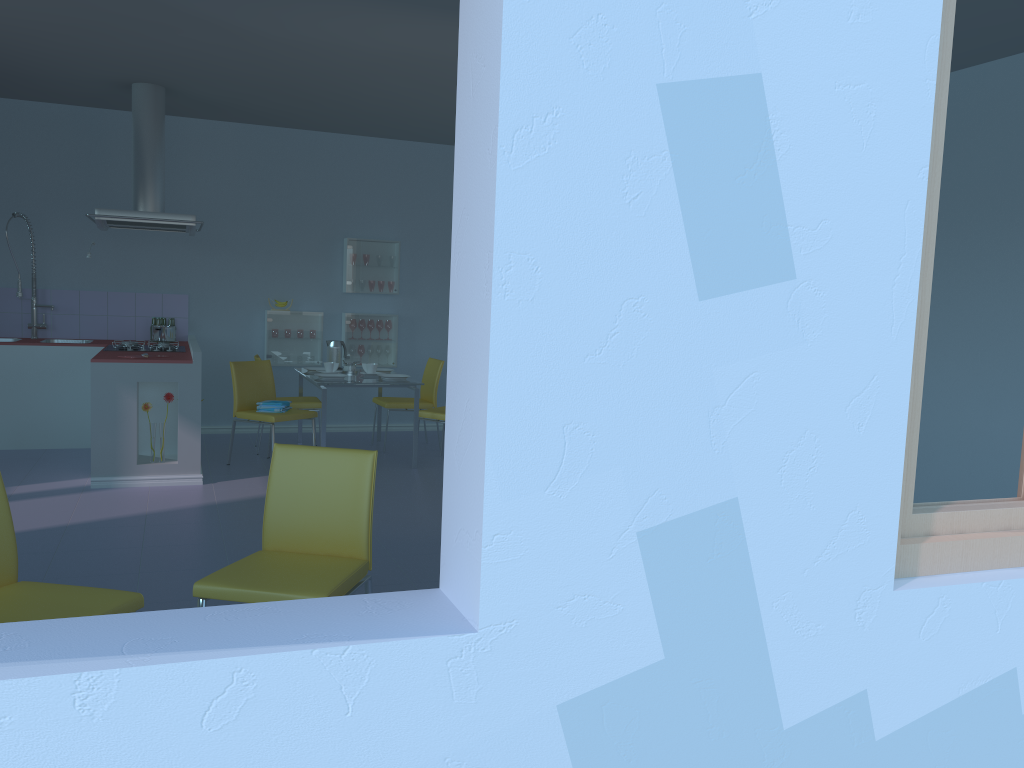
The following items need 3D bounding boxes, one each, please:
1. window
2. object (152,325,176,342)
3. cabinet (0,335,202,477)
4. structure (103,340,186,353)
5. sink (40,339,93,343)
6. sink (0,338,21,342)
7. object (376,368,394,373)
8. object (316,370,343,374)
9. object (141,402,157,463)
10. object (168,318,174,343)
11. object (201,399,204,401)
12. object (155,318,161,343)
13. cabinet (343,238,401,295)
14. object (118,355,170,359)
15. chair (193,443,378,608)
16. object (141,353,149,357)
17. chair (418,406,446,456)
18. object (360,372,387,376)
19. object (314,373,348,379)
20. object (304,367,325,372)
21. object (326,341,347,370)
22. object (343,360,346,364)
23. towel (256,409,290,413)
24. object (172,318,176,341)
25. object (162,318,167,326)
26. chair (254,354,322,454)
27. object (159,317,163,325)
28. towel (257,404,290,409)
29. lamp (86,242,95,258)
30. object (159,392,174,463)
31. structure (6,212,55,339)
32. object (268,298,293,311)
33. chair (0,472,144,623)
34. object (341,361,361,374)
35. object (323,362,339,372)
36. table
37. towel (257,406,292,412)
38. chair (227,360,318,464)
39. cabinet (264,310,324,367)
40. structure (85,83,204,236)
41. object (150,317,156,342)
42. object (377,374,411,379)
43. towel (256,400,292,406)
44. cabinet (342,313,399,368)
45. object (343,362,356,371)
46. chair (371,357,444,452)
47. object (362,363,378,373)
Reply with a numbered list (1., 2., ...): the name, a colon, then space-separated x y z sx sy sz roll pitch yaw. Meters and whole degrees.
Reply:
1. window: 1.332 -0.279 1.858 1.475 1.263 0.142 0 6 -21
2. object: -2.453 -0.356 6.246 0.157 0.106 0.170 -2 7 -38
3. cabinet: -3.213 0.110 5.767 2.200 0.800 2.139 0 6 -21
4. structure: -2.502 -0.264 6.068 0.500 0.047 0.600 0 6 -21
5. sink: -3.264 -0.228 6.511 0.326 0.172 0.428 0 6 -21
6. sink: -3.707 -0.231 6.342 0.326 0.172 0.428 0 6 -21
7. object: -1.028 -0.103 6.846 0.228 0.020 0.228 0 6 -24
8. object: -1.320 -0.082 6.505 0.190 0.020 0.194 -1 6 -30
9. object: -2.159 0.290 5.275 0.085 0.365 0.050 0 6 -23
10. object: -2.629 -0.411 6.826 0.052 0.187 0.052 2 5 -2
11. object: -1.996 0.243 5.530 0.067 0.423 0.229 3 5 10
12. object: -2.707 -0.412 6.785 0.052 0.190 0.052 6 7 34
13. cabinet: -1.181 -0.988 7.475 0.450 0.450 0.173 0 6 -21
14. object: -2.231 -0.167 5.377 0.151 0.006 0.269 6 6 31
15. chair: -0.644 0.562 2.633 0.387 0.695 0.484 3 5 10
16. object: -2.249 -0.179 5.430 0.041 0.009 0.375 0 6 -24
17. chair: -0.388 0.222 6.336 0.484 0.695 0.387 5 6 27
18. object: -1.052 -0.075 6.544 0.190 0.020 0.194 -2 7 -40
19. object: -1.267 -0.053 6.215 0.228 0.020 0.228 0 6 -24
20. object: -1.456 -0.106 6.690 0.228 0.020 0.228 1 6 -19
21. object: -1.383 -0.227 6.930 0.132 0.222 0.146 5 6 21
22. object: -1.240 -0.141 6.644 0.023 0.079 0.077 6 7 34
23. towel: -1.607 0.175 5.976 0.195 0.024 0.201 2 5 -1
24. object: -2.638 -0.418 6.895 0.052 0.187 0.052 2 5 -2
25. object: -2.684 -0.416 6.847 0.052 0.187 0.052 2 5 -2
26. chair: -1.674 0.142 6.611 0.484 0.695 0.387 1 6 -18
27. object: -2.726 -0.423 6.891 0.052 0.190 0.052 6 7 34
28. towel: -1.604 0.146 5.976 0.195 0.027 0.192 2 5 0
29. lamp: -3.136 -1.003 6.609 0.037 0.134 0.400 0 6 -21
30. object: -2.068 0.261 5.292 0.090 0.427 0.054 3 6 11
31. structure: -3.517 -0.786 6.494 0.308 0.920 0.178 0 6 -22
32. object: -1.892 -0.649 7.253 0.203 0.100 0.077 -1 6 -28
33. chair: -1.252 0.578 2.215 0.484 0.699 0.387 4 6 15
34. object: -1.203 -0.125 6.682 0.166 0.081 0.123 -1 6 -29
35. object: -1.330 -0.114 6.493 0.091 0.083 0.111 -2 7 -39
36. table: -1.162 0.228 6.540 0.730 0.590 1.173 0 6 -21
37. towel: -1.602 0.161 5.978 0.195 0.024 0.201 3 5 4
38. chair: -1.624 0.204 5.984 0.484 0.695 0.387 6 6 32
39. cabinet: -1.797 -0.375 7.309 0.450 0.450 0.173 0 6 -21
40. structure: -2.443 -1.504 5.952 0.695 0.962 0.895 0 6 -21
41. object: -2.757 -0.418 6.827 0.052 0.190 0.052 6 7 34
42. object: -0.852 -0.052 6.383 0.228 0.020 0.228 0 6 -24
43. towel: -1.605 0.130 5.978 0.195 0.033 0.190 3 5 5
44. cabinet: -1.207 -0.371 7.534 0.450 0.450 0.173 0 6 -21
45. object: -1.222 -0.125 6.671 0.090 0.071 0.087 6 7 34
46. chair: -0.803 0.149 6.916 0.484 0.695 0.387 0 6 -23
47. object: -1.042 -0.108 6.552 0.111 0.083 0.091 7 7 41
